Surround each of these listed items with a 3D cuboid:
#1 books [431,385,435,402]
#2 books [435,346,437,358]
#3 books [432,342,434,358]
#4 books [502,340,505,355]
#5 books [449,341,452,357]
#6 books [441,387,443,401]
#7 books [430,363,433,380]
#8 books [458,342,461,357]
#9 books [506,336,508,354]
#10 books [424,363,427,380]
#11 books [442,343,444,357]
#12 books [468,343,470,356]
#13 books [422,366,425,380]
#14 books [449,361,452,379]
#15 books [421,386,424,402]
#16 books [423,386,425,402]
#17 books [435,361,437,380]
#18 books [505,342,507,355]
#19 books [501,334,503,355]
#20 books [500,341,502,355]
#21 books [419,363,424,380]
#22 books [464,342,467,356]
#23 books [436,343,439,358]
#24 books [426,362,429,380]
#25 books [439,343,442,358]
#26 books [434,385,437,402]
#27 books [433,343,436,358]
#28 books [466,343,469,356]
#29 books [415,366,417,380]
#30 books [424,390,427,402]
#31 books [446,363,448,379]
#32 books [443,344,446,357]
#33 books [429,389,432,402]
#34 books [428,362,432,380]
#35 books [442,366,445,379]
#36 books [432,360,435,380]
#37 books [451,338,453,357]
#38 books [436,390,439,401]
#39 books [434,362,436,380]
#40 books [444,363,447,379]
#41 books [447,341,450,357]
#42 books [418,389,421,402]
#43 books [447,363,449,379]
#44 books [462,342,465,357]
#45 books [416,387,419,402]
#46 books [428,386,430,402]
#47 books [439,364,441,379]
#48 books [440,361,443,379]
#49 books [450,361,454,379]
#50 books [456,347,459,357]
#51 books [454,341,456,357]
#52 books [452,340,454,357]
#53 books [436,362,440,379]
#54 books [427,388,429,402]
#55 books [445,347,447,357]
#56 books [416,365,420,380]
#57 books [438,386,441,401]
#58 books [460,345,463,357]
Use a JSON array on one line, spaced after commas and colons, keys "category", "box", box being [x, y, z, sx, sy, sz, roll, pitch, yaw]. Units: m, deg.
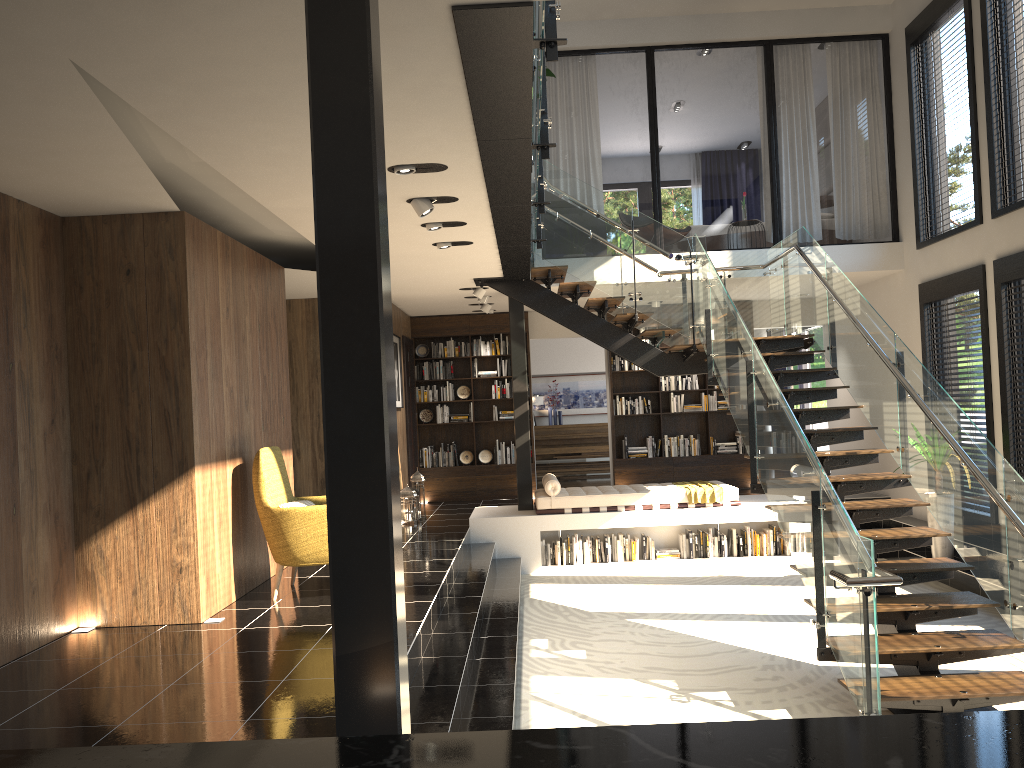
[{"category": "books", "box": [-1.141, 0.140, 12.901, 0.036, 0.235, 0.170, -3, -1, 1]}, {"category": "books", "box": [-1.102, -0.464, 12.921, 0.020, 0.180, 0.153, -3, -1, 1]}, {"category": "books", "box": [-1.145, -0.489, 12.913, 0.017, 0.234, 0.200, -3, -1, 1]}, {"category": "books", "box": [-0.117, -0.528, 12.926, 0.037, 0.218, 0.144, -3, -1, 1]}, {"category": "books", "box": [-0.883, -0.505, 12.870, 0.025, 0.239, 0.220, -3, -1, 1]}, {"category": "books", "box": [-1.010, 0.147, 12.863, 0.016, 0.205, 0.205, -3, -1, 1]}, {"category": "books", "box": [-1.161, -0.180, 12.866, 0.039, 0.243, 0.179, -3, -1, 1]}, {"category": "books", "box": [-0.762, -0.498, 12.913, 0.030, 0.217, 0.165, -3, -1, 1]}, {"category": "books", "box": [-0.067, -0.553, 12.878, 0.013, 0.262, 0.217, -3, -1, 1]}, {"category": "books", "box": [-1.246, -0.181, 12.886, 0.035, 0.255, 0.183, -3, -1, 1]}, {"category": "books", "box": [-1.001, -0.484, 12.912, 0.014, 0.212, 0.184, -3, -1, 1]}, {"category": "books", "box": [-0.615, -0.493, 12.908, 0.024, 0.194, 0.182, -3, -1, 1]}, {"category": "books", "box": [-1.275, -0.154, 12.887, 0.025, 0.204, 0.192, -3, -1, 1]}, {"category": "books", "box": [-0.897, -0.201, 12.899, 0.025, 0.263, 0.147, -3, -1, 1]}, {"category": "books", "box": [-1.298, 0.146, 12.876, 0.022, 0.235, 0.194, -3, -1, 1]}, {"category": "books", "box": [-1.277, 0.148, 12.922, 0.018, 0.232, 0.123, -3, -1, 1]}, {"category": "books", "box": [-1.098, -0.193, 12.873, 0.019, 0.264, 0.175, -3, -1, 1]}, {"category": "books", "box": [-0.085, -0.514, 12.900, 0.027, 0.186, 0.220, -3, -1, 1]}, {"category": "books", "box": [-0.147, -0.570, 12.866, 0.017, 0.302, 0.266, -3, -1, 1]}, {"category": "books", "box": [-0.162, -0.516, 12.902, 0.021, 0.197, 0.200, -3, -1, 1]}, {"category": "books", "box": [-1.321, -0.177, 12.914, 0.066, 0.255, 0.127, -3, -1, 1]}, {"category": "books", "box": [-0.671, -0.500, 12.890, 0.039, 0.212, 0.172, -3, -1, 1]}, {"category": "books", "box": [-1.080, -0.486, 12.901, 0.026, 0.222, 0.202, -3, -1, 1]}, {"category": "books", "box": [-1.218, -0.189, 12.882, 0.022, 0.267, 0.198, -3, -1, 1]}, {"category": "books", "box": [-1.037, -0.485, 12.907, 0.059, 0.216, 0.159, -3, -1, 1]}, {"category": "books", "box": [-1.111, 0.137, 12.880, 0.026, 0.237, 0.164, -3, -1, 1]}, {"category": "books", "box": [-1.125, -0.482, 12.876, 0.024, 0.216, 0.210, -3, -1, 1]}, {"category": "books", "box": [-0.640, -0.497, 12.875, 0.023, 0.202, 0.201, -3, -1, 1]}, {"category": "books", "box": [-1.387, -0.154, 12.913, 0.023, 0.215, 0.148, -3, -1, 1]}, {"category": "books", "box": [-1.249, 0.178, 12.902, 0.037, 0.169, 0.148, -3, -1, 1]}, {"category": "books", "box": [-0.940, -0.183, 12.890, 0.014, 0.230, 0.172, -3, -1, 1]}, {"category": "books", "box": [-0.981, -0.480, 12.929, 0.025, 0.203, 0.156, -3, -1, 1]}, {"category": "books", "box": [-1.175, 0.168, 12.887, 0.035, 0.180, 0.165, -3, -1, 1]}, {"category": "books", "box": [-1.194, -0.186, 12.886, 0.027, 0.260, 0.181, -3, -1, 1]}, {"category": "books", "box": [-0.987, -0.160, 12.867, 0.025, 0.188, 0.181, -3, -1, 1]}, {"category": "books", "box": [-1.134, -0.202, 12.895, 0.015, 0.287, 0.154, -3, -1, 1]}, {"category": "books", "box": [-0.865, -0.525, 12.869, 0.012, 0.278, 0.228, -3, -1, 1]}, {"category": "books", "box": [-1.083, 0.171, 12.891, 0.026, 0.167, 0.173, -3, -1, 1]}, {"category": "books", "box": [-1.117, -0.187, 12.892, 0.018, 0.256, 0.172, -3, -1, 1]}, {"category": "books", "box": [-0.961, -0.186, 12.903, 0.028, 0.240, 0.148, -3, -1, 1]}, {"category": "books", "box": [-0.915, -0.498, 12.882, 0.039, 0.230, 0.205, -3, -1, 1]}, {"category": "books", "box": [-1.330, 0.170, 12.905, 0.045, 0.192, 0.164, -3, -1, 1]}, {"category": "books", "box": [-0.921, -0.190, 12.895, 0.024, 0.242, 0.144, -3, -1, 1]}, {"category": "books", "box": [-0.704, -0.498, 12.898, 0.027, 0.212, 0.180, -3, -1, 1]}, {"category": "books", "box": [-1.368, 0.156, 12.912, 0.030, 0.224, 0.166, -3, -1, 1]}, {"category": "books", "box": [-1.203, 0.143, 12.915, 0.019, 0.236, 0.139, -3, -1, 1]}, {"category": "books", "box": [-1.044, -0.173, 12.895, 0.024, 0.220, 0.123, -3, -1, 1]}, {"category": "books", "box": [-1.017, -0.201, 12.880, 0.033, 0.273, 0.189, -3, -1, 1]}, {"category": "books", "box": [-0.867, -0.204, 12.900, 0.035, 0.266, 0.133, -3, -1, 1]}, {"category": "books", "box": [-0.795, -0.462, 12.923, 0.040, 0.149, 0.126, -3, -1, 1]}, {"category": "books", "box": [-0.827, -0.504, 12.903, 0.020, 0.235, 0.206, -3, -1, 1]}, {"category": "books", "box": [-0.848, -0.509, 12.893, 0.020, 0.245, 0.228, -3, -1, 1]}, {"category": "books", "box": [-1.072, -0.189, 12.899, 0.032, 0.255, 0.160, -3, -1, 1]}, {"category": "books", "box": [-1.221, 0.157, 12.923, 0.018, 0.208, 0.126, -3, -1, 1]}, {"category": "books", "box": [-0.950, -0.459, 12.900, 0.035, 0.156, 0.186, -3, -1, 1]}, {"category": "books", "box": [-1.365, -0.163, 12.894, 0.023, 0.231, 0.143, -3, -1, 1]}, {"category": "books", "box": [-1.044, 0.144, 12.899, 0.053, 0.216, 0.151, -3, -1, 1]}, {"category": "books", "box": [-0.732, -0.478, 12.879, 0.029, 0.172, 0.187, -3, -1, 1]}]
